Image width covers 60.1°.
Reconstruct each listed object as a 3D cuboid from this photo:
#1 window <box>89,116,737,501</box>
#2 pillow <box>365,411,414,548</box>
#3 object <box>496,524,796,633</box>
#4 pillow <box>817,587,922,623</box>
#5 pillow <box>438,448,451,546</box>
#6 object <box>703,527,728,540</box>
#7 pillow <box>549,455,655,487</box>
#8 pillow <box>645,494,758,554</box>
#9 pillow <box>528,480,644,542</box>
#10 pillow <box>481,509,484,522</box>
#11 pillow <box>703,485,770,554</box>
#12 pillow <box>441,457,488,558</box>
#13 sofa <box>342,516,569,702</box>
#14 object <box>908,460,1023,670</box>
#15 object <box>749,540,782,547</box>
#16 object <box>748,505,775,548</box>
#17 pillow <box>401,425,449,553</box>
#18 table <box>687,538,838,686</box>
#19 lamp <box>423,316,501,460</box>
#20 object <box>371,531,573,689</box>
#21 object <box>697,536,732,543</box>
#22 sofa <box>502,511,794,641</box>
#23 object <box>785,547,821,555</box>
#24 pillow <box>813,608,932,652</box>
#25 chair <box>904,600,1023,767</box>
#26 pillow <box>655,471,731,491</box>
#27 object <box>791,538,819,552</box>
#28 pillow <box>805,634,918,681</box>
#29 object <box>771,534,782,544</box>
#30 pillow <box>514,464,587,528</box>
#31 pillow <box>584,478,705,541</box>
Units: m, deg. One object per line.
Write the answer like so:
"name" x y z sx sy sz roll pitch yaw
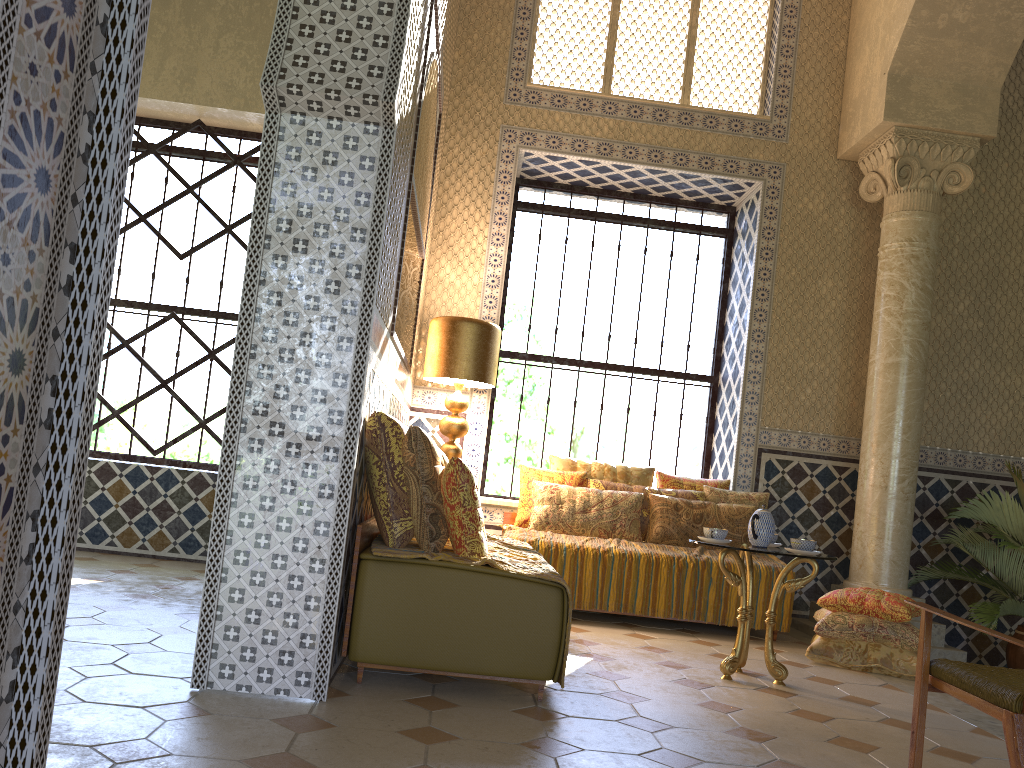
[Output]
"window" -1.593 -0.771 10.427 8.490 3.979 0.575 7 -3 -7
"pillow" -0.762 0.644 5.887 0.422 0.829 1.197 7 -5 -3
"object" 1.260 1.945 9.068 2.886 0.716 1.319 7 -5 -3
"pillow" 3.210 1.983 7.908 0.802 0.309 0.752 3 -7 31
"pillow" -0.528 0.804 6.417 0.341 0.691 0.743 7 -5 -3
"object" 1.527 1.137 6.652 0.184 0.100 0.183 9 -6 -22
"pillow" 0.964 1.242 9.631 1.193 0.830 0.423 7 -4 -3
"pillow" 1.992 1.479 9.225 1.192 0.545 0.330 7 -4 -3
"pillow" 0.776 1.333 9.155 1.192 0.545 0.330 7 -4 -3
"pillow" -0.334 0.975 6.335 0.271 0.449 0.986 7 -6 -3
"pillow" 2.403 1.468 9.492 0.741 0.691 0.341 7 -4 -3
"pillow" -0.296 0.797 5.540 0.345 0.649 0.687 7 -5 -3
"sofa" -0.396 1.489 6.494 1.274 0.934 2.860 7 -6 -3
"object" 5.516 1.981 8.812 2.647 2.494 2.168 8 -5 -16
"object" 2.013 1.271 7.032 0.256 0.032 0.256 9 -7 -24
"object" 1.893 1.077 6.718 0.273 0.322 0.199 8 -4 -14
"pillow" -0.554 0.687 5.673 0.383 0.778 0.837 7 -5 -3
"table" 1.818 1.716 6.644 1.098 0.977 1.107 4 -5 26
"lamp" -0.626 0.764 8.964 0.740 2.805 0.736 9 -4 -34
"object" -0.334 1.486 6.485 1.314 0.715 2.897 7 -6 -3
"object" 1.522 1.175 6.651 0.256 0.032 0.256 9 -7 -24
"sofa" 1.294 1.965 9.133 2.850 0.934 1.278 7 -5 -3
"object" 2.101 1.214 6.402 0.256 0.032 0.256 7 -6 -7
"pillow" 3.170 2.188 7.905 0.930 0.346 0.885 5 -6 17
"chair" 2.368 1.364 3.858 0.951 1.205 0.909 7 -4 -3
"pillow" 1.984 1.400 9.747 0.856 0.798 0.394 7 -4 -3
"object" 2.106 1.176 6.404 0.183 0.100 0.184 7 -5 -7
"pillow" 3.165 2.391 7.905 0.989 0.367 1.048 4 -6 22
"object" 2.018 1.234 7.033 0.184 0.100 0.183 8 -6 -14
"pillow" 0.412 1.229 9.376 0.741 0.691 0.341 7 -4 -3
"pillow" 1.411 1.377 9.413 1.342 0.613 0.371 7 -4 -3
